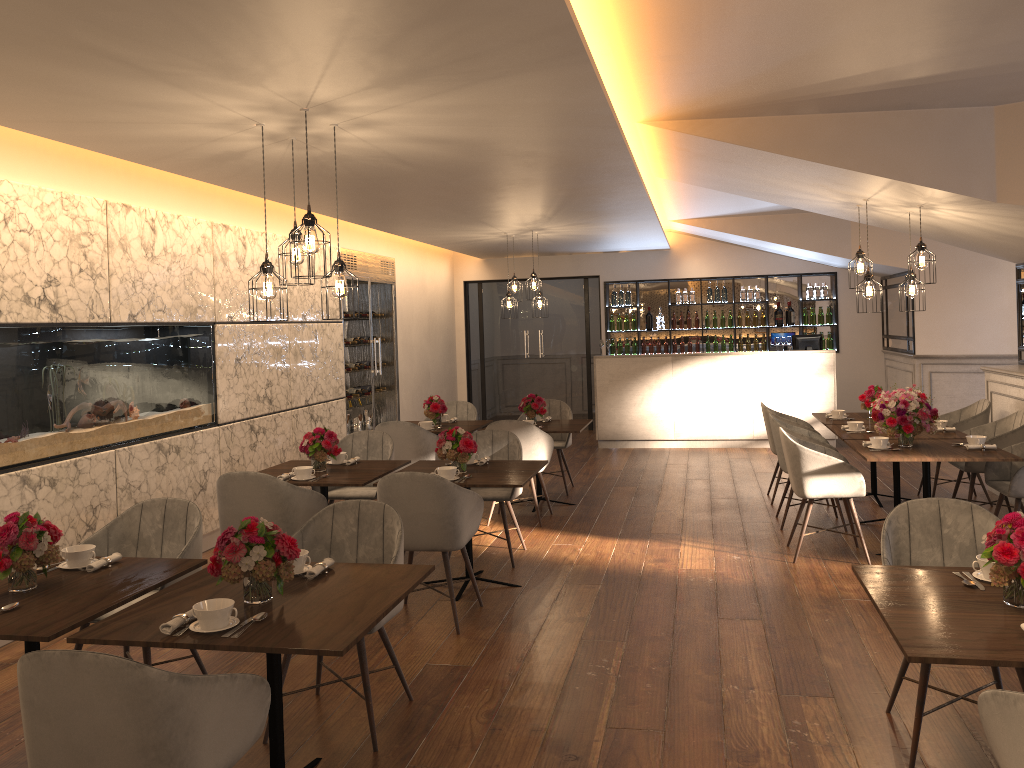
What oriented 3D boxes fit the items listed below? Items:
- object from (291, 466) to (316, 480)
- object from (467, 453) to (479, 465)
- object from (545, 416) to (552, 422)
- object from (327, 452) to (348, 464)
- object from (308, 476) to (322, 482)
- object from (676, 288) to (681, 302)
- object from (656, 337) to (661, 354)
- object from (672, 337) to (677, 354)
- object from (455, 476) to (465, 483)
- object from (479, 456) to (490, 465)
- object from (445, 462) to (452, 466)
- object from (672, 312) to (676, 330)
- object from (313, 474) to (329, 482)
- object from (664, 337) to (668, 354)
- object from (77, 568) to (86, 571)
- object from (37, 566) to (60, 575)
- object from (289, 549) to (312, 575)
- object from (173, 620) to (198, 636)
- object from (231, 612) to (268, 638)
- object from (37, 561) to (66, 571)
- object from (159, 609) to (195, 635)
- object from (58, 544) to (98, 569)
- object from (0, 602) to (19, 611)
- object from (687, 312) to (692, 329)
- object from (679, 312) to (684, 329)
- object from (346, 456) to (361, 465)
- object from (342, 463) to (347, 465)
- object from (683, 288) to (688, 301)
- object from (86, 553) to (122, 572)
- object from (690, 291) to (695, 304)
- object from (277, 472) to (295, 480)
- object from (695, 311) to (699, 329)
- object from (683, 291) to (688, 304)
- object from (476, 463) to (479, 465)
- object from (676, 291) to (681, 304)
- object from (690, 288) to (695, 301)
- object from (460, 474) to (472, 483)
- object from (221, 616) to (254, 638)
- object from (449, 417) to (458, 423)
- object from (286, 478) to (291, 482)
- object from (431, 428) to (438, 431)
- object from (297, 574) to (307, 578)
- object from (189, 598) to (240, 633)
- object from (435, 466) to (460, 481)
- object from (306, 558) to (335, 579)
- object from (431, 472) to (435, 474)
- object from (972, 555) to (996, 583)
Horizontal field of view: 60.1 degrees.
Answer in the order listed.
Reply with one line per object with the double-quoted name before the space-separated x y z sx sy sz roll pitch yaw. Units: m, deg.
"object" -1.284 0.551 5.448 0.148 0.072 0.148 -4 4 -35
"object" -0.295 0.492 5.860 0.148 0.072 0.148 -4 4 -35
"object" 0.337 0.329 8.280 0.056 0.039 0.176 -1 4 12
"object" -1.193 0.508 6.051 0.148 0.072 0.148 -4 4 -35
"object" -1.202 0.582 5.458 0.022 0.004 0.211 -1 4 12
"object" 2.449 -1.306 13.032 0.069 0.208 0.040 -2 1 12
"object" 2.173 -0.570 13.133 0.065 0.261 0.066 -2 1 -9
"object" 2.404 -0.574 13.084 0.065 0.261 0.066 -2 1 -9
"object" -0.303 0.566 5.267 0.022 0.004 0.211 -1 4 12
"object" -0.183 0.507 5.836 0.056 0.039 0.176 -1 4 12
"object" -0.408 0.524 5.864 0.043 0.015 0.197 -1 4 8
"object" 2.392 -0.936 13.081 0.065 0.261 0.066 -2 1 -9
"object" -1.169 0.576 5.444 0.043 0.015 0.197 -1 4 8
"object" 2.281 -0.571 13.110 0.065 0.261 0.066 -2 1 -9
"object" -1.652 0.715 3.508 0.025 0.024 0.193 -1 4 12
"object" -1.809 0.729 3.524 0.022 0.004 0.211 -1 4 12
"object" -0.830 0.675 3.342 0.148 0.072 0.148 -2 3 -10
"object" -0.996 0.743 2.765 0.025 0.024 0.193 -1 4 12
"object" -0.806 0.743 2.735 0.043 0.015 0.197 -1 4 8
"object" -1.842 0.724 3.538 0.043 0.015 0.197 -1 4 8
"object" -1.032 0.737 2.763 0.056 0.039 0.176 -1 4 12
"object" -1.728 0.692 3.534 0.148 0.072 0.148 -2 3 -10
"object" -1.712 0.760 2.928 0.043 0.015 0.197 -1 4 16
"object" 2.608 -0.940 13.035 0.065 0.261 0.066 -2 1 -9
"object" 2.500 -0.938 13.058 0.065 0.261 0.066 -2 1 -9
"object" -1.081 0.523 6.028 0.056 0.039 0.176 -1 4 12
"object" -1.117 0.531 6.025 0.025 0.024 0.193 -1 4 12
"object" 2.547 -1.308 13.011 0.069 0.208 0.040 -2 1 12
"object" -1.616 0.707 3.510 0.056 0.039 0.176 -1 4 12
"object" 2.647 -1.273 12.991 0.070 0.190 0.041 -2 1 12
"object" -1.395 0.570 5.472 0.056 0.039 0.176 -1 4 12
"object" 2.716 -0.942 13.012 0.065 0.261 0.066 -2 1 -9
"object" 2.548 -1.271 13.012 0.070 0.190 0.041 -2 1 12
"object" -0.218 0.515 5.834 0.025 0.024 0.193 -1 4 12
"object" 2.450 -1.270 13.033 0.070 0.190 0.041 -2 1 12
"object" 2.645 -1.309 12.990 0.069 0.208 0.040 -2 1 12
"object" -0.271 0.560 5.252 0.043 0.015 0.197 -1 4 8
"object" -0.839 0.749 2.749 0.022 0.004 0.211 -1 4 12
"object" -0.562 0.345 8.471 0.056 0.039 0.176 -1 4 12
"object" -1.359 0.576 5.474 0.025 0.024 0.193 -1 4 12
"object" -0.682 0.404 7.902 0.022 0.004 0.211 -1 4 12
"object" -0.753 0.698 3.317 0.025 0.024 0.193 -1 4 12
"object" -0.921 0.718 2.739 0.148 0.072 0.148 -2 3 -10
"object" -0.386 0.534 5.257 0.148 0.072 0.148 -4 4 -35
"object" -0.718 0.690 3.319 0.056 0.039 0.176 -1 4 12
"object" -0.497 0.553 5.280 0.056 0.039 0.176 -1 4 12
"object" 1.626 0.620 2.967 0.148 0.072 0.148 -3 3 -20
